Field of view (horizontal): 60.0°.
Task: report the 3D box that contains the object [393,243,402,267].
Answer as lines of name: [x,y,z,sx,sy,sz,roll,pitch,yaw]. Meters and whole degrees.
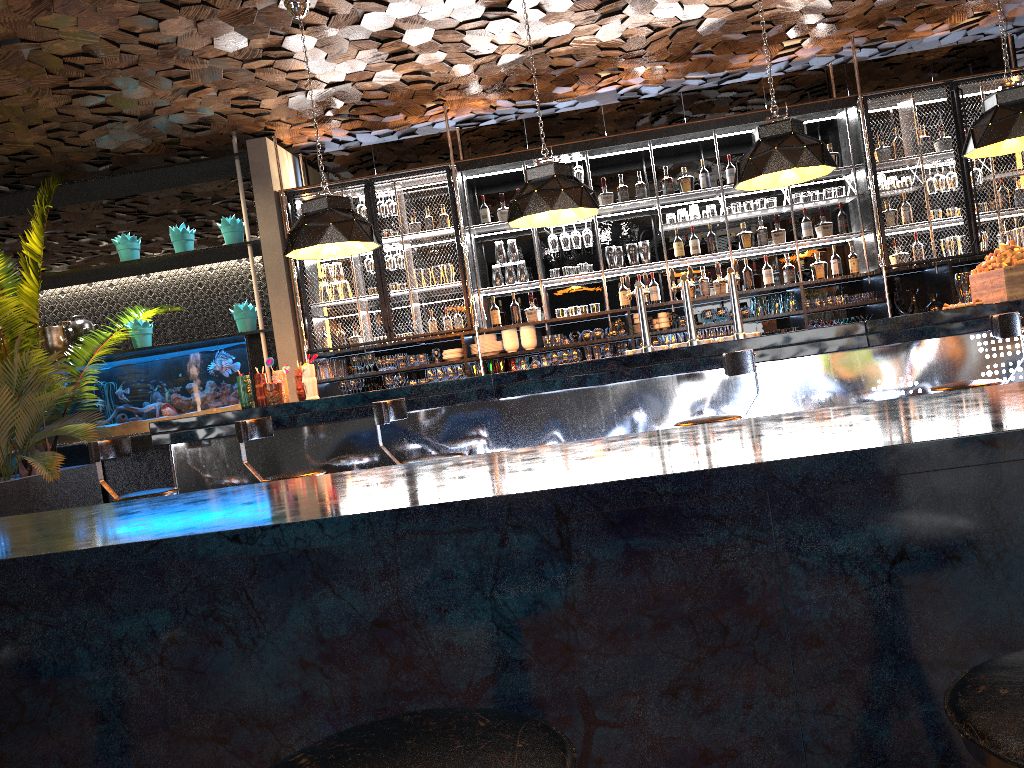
object: [-1.053,-1.184,8.139,0.081,0.213,0.081,-8,1,11]

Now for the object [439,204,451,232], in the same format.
object: [-0.624,-1.529,8.168,0.073,0.246,0.072,-8,1,21]

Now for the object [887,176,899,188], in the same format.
object: [3.317,-1.757,7.727,0.089,0.092,0.089,-8,1,31]

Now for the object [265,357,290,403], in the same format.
object: [-1.440,-0.025,5.508,0.116,0.298,0.105,-7,1,37]

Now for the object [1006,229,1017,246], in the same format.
object: [3.066,-0.834,5.402,0.105,0.209,0.105,-8,1,31]

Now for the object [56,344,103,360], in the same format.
object: [-4.155,-0.298,8.528,0.320,0.135,0.250,-8,1,6]

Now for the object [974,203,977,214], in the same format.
object: [3.962,-1.499,7.636,0.089,0.092,0.089,-8,1,-10]

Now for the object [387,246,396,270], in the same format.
object: [-1.128,-1.175,8.291,0.081,0.213,0.081,-8,1,11]

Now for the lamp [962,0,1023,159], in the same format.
lamp: [2.903,-2.194,5.265,0.582,1.564,0.607,-8,1,6]

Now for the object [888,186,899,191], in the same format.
object: [3.320,-1.737,7.728,0.089,0.092,0.089,-8,1,31]

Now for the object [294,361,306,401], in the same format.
object: [-1.310,-0.022,5.522,0.080,0.254,0.091,-8,1,8]

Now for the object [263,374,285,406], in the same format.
object: [-1.415,0.028,5.277,0.110,0.191,0.131,-8,1,18]

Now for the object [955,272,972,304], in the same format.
object: [2.819,-0.587,5.513,0.105,0.209,0.105,-8,1,31]

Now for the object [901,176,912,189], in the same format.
object: [3.427,-1.752,7.705,0.089,0.092,0.089,-9,1,-34]

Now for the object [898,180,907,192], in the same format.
object: [3.465,-1.760,7.865,0.089,0.092,0.089,-8,1,31]

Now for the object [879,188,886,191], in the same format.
object: [3.214,-1.722,7.714,0.089,0.092,0.089,-8,1,31]

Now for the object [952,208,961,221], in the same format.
object: [3.907,-1.494,7.815,0.089,0.092,0.089,-8,1,-19]

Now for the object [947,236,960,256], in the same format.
object: [3.817,-1.169,7.656,0.105,0.209,0.105,-8,1,-9]

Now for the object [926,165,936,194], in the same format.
object: [3.692,-1.802,7.816,0.092,0.244,0.092,-8,1,0]

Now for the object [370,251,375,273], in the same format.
object: [-1.308,-1.150,8.309,0.081,0.213,0.081,-8,1,11]

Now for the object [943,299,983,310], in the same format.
object: [2.465,-0.433,4.870,0.198,0.045,0.377,-7,1,44]

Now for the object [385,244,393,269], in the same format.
object: [-1.142,-1.171,8.148,0.081,0.213,0.081,-8,1,11]

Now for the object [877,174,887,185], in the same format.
object: [3.207,-1.770,7.713,0.089,0.092,0.089,-8,1,31]

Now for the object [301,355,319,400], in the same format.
object: [-1.197,-0.039,5.268,0.081,0.264,0.099,-8,1,26]

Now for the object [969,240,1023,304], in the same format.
object: [2.798,-0.634,4.930,0.340,0.332,0.464,-8,1,9]

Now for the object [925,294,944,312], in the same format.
object: [3.642,-0.650,7.635,0.158,0.248,0.158,-8,1,0]

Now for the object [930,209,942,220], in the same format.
object: [3.671,-1.458,7.669,0.089,0.092,0.089,-8,1,-10]

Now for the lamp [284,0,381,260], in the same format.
lamp: [-1.229,-1.587,5.553,0.582,1.606,0.607,-8,1,6]

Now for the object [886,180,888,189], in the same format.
object: [3.364,-1.766,7.881,0.089,0.092,0.089,-8,1,-9]

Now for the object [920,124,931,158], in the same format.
object: [3.596,-2.121,7.742,0.083,0.282,0.083,-8,1,6]

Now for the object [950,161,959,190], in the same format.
object: [3.898,-1.831,7.795,0.092,0.244,0.092,-8,1,0]

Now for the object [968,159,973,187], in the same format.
object: [4.000,-1.846,7.785,0.092,0.244,0.092,-8,1,0]

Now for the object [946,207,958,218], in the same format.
object: [3.827,-1.481,7.710,0.089,0.092,0.089,-8,1,6]

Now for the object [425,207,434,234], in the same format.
object: [-0.767,-1.509,8.182,0.073,0.246,0.072,-8,1,-9]

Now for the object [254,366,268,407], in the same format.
object: [-1.530,0.015,5.435,0.078,0.246,0.084,-8,1,4]

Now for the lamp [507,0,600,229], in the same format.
lamp: [0.153,-1.809,5.539,0.582,1.564,0.607,-8,1,6]

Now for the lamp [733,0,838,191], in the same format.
lamp: [1.516,-1.998,5.284,0.582,1.564,0.607,-8,1,6]

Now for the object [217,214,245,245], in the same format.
object: [-2.607,-1.419,8.280,0.265,0.325,0.245,-8,1,-1]

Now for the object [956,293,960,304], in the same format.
object: [3.821,-0.666,7.548,0.079,0.231,0.079,-7,1,41]

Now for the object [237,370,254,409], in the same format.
object: [-1.598,0.031,5.297,0.086,0.237,0.084,-8,1,25]

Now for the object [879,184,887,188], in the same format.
object: [3.211,-1.744,7.713,0.089,0.092,0.089,-8,1,31]

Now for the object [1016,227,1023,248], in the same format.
object: [3.064,-0.832,5.285,0.105,0.209,0.105,-8,1,31]

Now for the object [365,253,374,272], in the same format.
object: [-1.322,-1.146,8.166,0.081,0.213,0.081,-8,1,11]

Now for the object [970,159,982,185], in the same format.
object: [3.984,-1.841,7.621,0.092,0.244,0.092,-8,1,0]

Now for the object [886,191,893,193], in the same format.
object: [3.367,-1.746,7.881,0.089,0.092,0.089,-9,1,-34]

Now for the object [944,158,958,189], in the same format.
object: [3.785,-1.813,7.641,0.092,0.244,0.092,-8,1,0]

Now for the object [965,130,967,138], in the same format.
object: [3.905,-2.164,7.711,0.083,0.282,0.083,-8,1,-9]

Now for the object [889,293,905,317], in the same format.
object: [3.328,-0.637,7.723,0.186,0.307,0.186,-8,1,11]

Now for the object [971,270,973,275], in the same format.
object: [2.800,-0.582,5.285,0.105,0.209,0.105,-8,1,-19]

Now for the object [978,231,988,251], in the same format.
object: [4.043,-1.200,7.637,0.105,0.209,0.105,-8,1,-9]

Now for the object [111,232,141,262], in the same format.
object: [-3.634,-1.275,8.383,0.265,0.325,0.245,-9,1,-30]

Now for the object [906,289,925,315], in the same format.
object: [3.503,-0.665,7.705,0.170,0.313,0.170,-8,1,0]

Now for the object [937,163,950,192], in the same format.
object: [3.800,-1.818,7.805,0.092,0.244,0.092,-8,1,0]

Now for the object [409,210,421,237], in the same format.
object: [-0.902,-1.487,8.197,0.108,0.244,0.108,-8,1,-6]

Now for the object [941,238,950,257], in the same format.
object: [3.822,-1.171,7.772,0.105,0.209,0.105,-8,1,-9]

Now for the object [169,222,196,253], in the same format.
object: [-3.083,-1.352,8.331,0.255,0.325,0.244,-8,1,33]

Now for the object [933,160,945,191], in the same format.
object: [3.676,-1.798,7.652,0.092,0.244,0.092,-8,1,0]

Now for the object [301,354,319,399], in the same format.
object: [-1.238,-0.042,5.400,0.080,0.277,0.091,-7,1,38]

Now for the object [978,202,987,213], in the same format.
object: [4.064,-1.514,7.671,0.089,0.092,0.089,-8,1,-10]

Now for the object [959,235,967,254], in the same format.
object: [3.942,-1.187,7.707,0.105,0.209,0.105,-8,1,-9]
